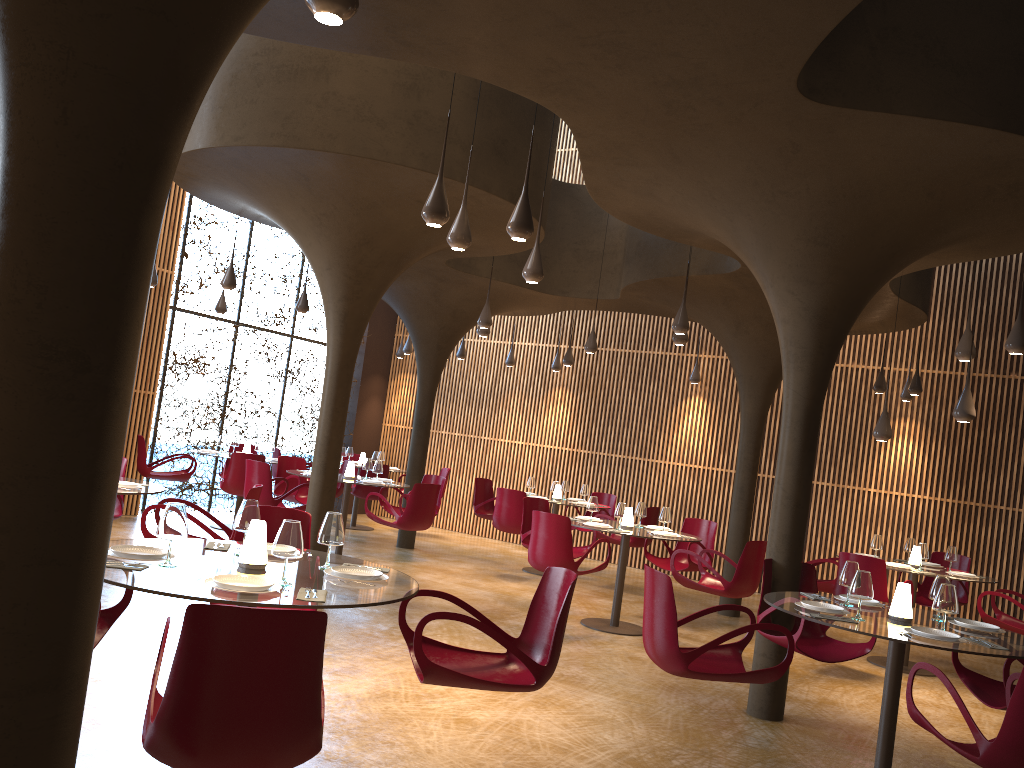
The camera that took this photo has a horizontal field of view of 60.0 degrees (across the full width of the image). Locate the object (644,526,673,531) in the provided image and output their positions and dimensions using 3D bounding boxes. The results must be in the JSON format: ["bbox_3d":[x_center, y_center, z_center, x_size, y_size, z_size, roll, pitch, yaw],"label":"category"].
[{"bbox_3d":[1.712,1.694,10.357,0.331,0.014,0.332,7,-4,13],"label":"object"}]

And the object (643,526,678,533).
[{"bbox_3d":[1.715,1.696,10.355,0.410,0.012,0.205,5,-5,37],"label":"object"}]

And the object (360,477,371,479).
[{"bbox_3d":[-2.027,1.346,12.646,0.126,0.017,0.262,4,-5,42],"label":"object"}]

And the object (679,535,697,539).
[{"bbox_3d":[1.920,1.696,9.850,0.127,0.017,0.261,11,-5,-39],"label":"object"}]

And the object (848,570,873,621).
[{"bbox_3d":[2.132,1.291,5.418,0.141,0.295,0.142,6,-3,36],"label":"object"}]

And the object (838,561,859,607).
[{"bbox_3d":[2.283,1.349,5.996,0.142,0.295,0.142,9,-3,-25],"label":"object"}]

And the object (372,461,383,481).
[{"bbox_3d":[-1.816,1.186,11.988,0.142,0.295,0.142,7,-2,5],"label":"object"}]

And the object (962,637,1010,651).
[{"bbox_3d":[2.728,1.496,5.107,0.126,0.017,0.262,8,-4,-6],"label":"object"}]

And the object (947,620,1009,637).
[{"bbox_3d":[2.984,1.563,5.687,0.204,0.012,0.411,8,-4,-4],"label":"object"}]

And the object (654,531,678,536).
[{"bbox_3d":[1.679,1.636,9.676,0.263,0.029,0.264,5,-5,39],"label":"object"}]

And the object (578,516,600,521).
[{"bbox_3d":[0.900,1.576,10.371,0.263,0.029,0.264,5,-5,38],"label":"object"}]

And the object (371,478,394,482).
[{"bbox_3d":[-1.814,1.354,12.432,0.331,0.014,0.332,7,-4,13],"label":"object"}]

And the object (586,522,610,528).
[{"bbox_3d":[0.935,1.532,9.628,0.264,0.029,0.263,11,-5,-41],"label":"object"}]

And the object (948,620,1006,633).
[{"bbox_3d":[2.983,1.562,5.692,0.332,0.014,0.331,11,-5,-42],"label":"object"}]

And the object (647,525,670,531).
[{"bbox_3d":[1.713,1.685,10.357,0.263,0.029,0.264,5,-4,32],"label":"object"}]

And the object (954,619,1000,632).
[{"bbox_3d":[2.984,1.552,5.692,0.263,0.029,0.263,8,-4,-10],"label":"object"}]

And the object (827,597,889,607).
[{"bbox_3d":[2.418,1.518,6.168,0.411,0.012,0.204,8,-4,-6],"label":"object"}]

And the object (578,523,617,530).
[{"bbox_3d":[0.930,1.543,9.630,0.410,0.012,0.205,4,-5,42],"label":"object"}]

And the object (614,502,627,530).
[{"bbox_3d":[1.183,1.438,9.639,0.142,0.295,0.142,7,-3,22],"label":"object"}]

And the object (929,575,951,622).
[{"bbox_3d":[2.829,1.413,5.853,0.142,0.295,0.142,5,-3,44],"label":"object"}]

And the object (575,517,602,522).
[{"bbox_3d":[0.898,1.585,10.370,0.332,0.014,0.331,10,-4,-33],"label":"object"}]

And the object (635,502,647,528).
[{"bbox_3d":[1.500,1.526,10.338,0.142,0.295,0.142,9,-3,-27],"label":"object"}]

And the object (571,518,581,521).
[{"bbox_3d":[0.666,1.549,10.179,0.127,0.017,0.261,11,-5,-42],"label":"object"}]

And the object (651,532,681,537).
[{"bbox_3d":[1.677,1.645,9.675,0.332,0.014,0.331,9,-4,-26],"label":"object"}]

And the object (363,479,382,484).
[{"bbox_3d":[-1.847,1.295,11.751,0.263,0.029,0.263,10,-4,-35],"label":"object"}]

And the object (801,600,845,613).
[{"bbox_3d":[1.953,1.406,5.580,0.263,0.029,0.263,8,-4,-12],"label":"object"}]

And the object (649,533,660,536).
[{"bbox_3d":[1.674,1.646,9.672,0.411,0.012,0.204,11,-5,-43],"label":"object"}]

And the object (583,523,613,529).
[{"bbox_3d":[0.934,1.542,9.627,0.331,0.014,0.332,6,-4,20],"label":"object"}]

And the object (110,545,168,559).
[{"bbox_3d":[-1.800,0.815,4.281,0.263,0.029,0.263,9,-4,-23],"label":"object"}]

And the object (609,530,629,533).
[{"bbox_3d":[1.129,1.560,9.398,0.262,0.017,0.126,11,-5,-44],"label":"object"}]

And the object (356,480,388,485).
[{"bbox_3d":[-1.851,1.306,11.747,0.411,0.012,0.204,11,-5,-43],"label":"object"}]

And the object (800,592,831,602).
[{"bbox_3d":[2.113,1.483,6.175,0.126,0.017,0.262,8,-4,-2],"label":"object"}]

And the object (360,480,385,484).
[{"bbox_3d":[-1.848,1.305,11.751,0.332,0.014,0.331,10,-4,-29],"label":"object"}]

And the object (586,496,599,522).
[{"bbox_3d":[0.918,1.435,10.143,0.142,0.295,0.142,9,-3,-21],"label":"object"}]

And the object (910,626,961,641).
[{"bbox_3d":[2.431,1.439,5.094,0.263,0.029,0.263,7,-4,17],"label":"object"}]

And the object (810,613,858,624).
[{"bbox_3d":[1.916,1.398,5.280,0.262,0.017,0.126,7,-4,3],"label":"object"}]

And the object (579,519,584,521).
[{"bbox_3d":[0.901,1.587,10.374,0.204,0.012,0.411,4,-5,43],"label":"object"}]

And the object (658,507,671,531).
[{"bbox_3d":[1.709,1.527,9.913,0.142,0.295,0.142,7,-2,5],"label":"object"}]

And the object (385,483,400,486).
[{"bbox_3d":[-1.605,1.356,11.925,0.127,0.017,0.261,11,-5,-39],"label":"object"}]

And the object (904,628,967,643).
[{"bbox_3d":[2.429,1.448,5.093,0.331,0.014,0.332,7,-4,13],"label":"object"}]

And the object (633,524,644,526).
[{"bbox_3d":[1.498,1.687,10.571,0.126,0.017,0.262,4,-5,42],"label":"object"}]

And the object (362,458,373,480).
[{"bbox_3d":[-2.025,1.186,12.414,0.142,0.295,0.142,7,-3,18],"label":"object"}]

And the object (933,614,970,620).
[{"bbox_3d":[2.997,1.590,5.993,0.262,0.017,0.126,8,-4,0],"label":"object"}]

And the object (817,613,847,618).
[{"bbox_3d":[1.951,1.417,5.585,0.204,0.012,0.411,8,-4,-1],"label":"object"}]

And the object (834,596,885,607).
[{"bbox_3d":[2.414,1.516,6.167,0.331,0.014,0.332,7,-4,14],"label":"object"}]

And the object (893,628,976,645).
[{"bbox_3d":[2.425,1.449,5.092,0.411,0.012,0.204,8,-4,-10],"label":"object"}]

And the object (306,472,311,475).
[{"bbox_3d":[-2.590,1.192,11.703,0.263,0.029,0.264,5,-5,40],"label":"object"}]

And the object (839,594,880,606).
[{"bbox_3d":[2.415,1.506,6.168,0.263,0.029,0.263,10,-4,-30],"label":"object"}]

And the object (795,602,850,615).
[{"bbox_3d":[1.952,1.415,5.580,0.331,0.014,0.332,7,-4,17],"label":"object"}]

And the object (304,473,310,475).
[{"bbox_3d":[-2.592,1.202,11.703,0.331,0.014,0.332,6,-4,24],"label":"object"}]

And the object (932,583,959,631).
[{"bbox_3d":[2.584,1.343,5.286,0.142,0.295,0.142,7,-3,16],"label":"object"}]
